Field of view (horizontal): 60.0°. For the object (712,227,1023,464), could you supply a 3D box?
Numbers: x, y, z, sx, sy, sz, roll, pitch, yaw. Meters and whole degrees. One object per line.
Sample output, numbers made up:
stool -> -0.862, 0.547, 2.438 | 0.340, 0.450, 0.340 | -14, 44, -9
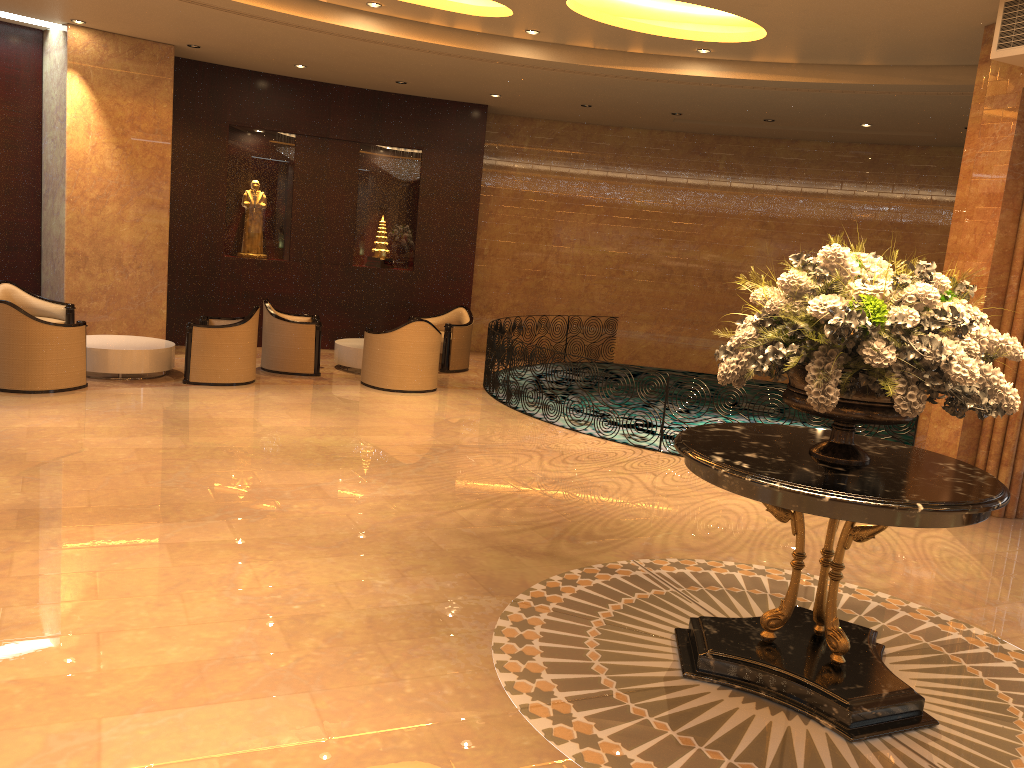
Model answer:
object -> 1.600, -0.143, 4.103 | 1.277, 0.999, 1.318 | 6, 9, 6

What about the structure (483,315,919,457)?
structure -> 1.513, -0.115, 11.863 | 3.815, 0.995, 7.624 | 4, 9, -6

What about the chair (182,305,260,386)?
chair -> -3.395, -0.501, 10.469 | 0.769, 0.916, 0.951 | 4, 9, -10

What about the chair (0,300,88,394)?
chair -> -4.960, -0.423, 9.080 | 0.951, 0.916, 0.769 | 7, 9, 10

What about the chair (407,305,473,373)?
chair -> -1.008, -0.707, 13.117 | 0.951, 0.916, 0.769 | 13, 12, 39

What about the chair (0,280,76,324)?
chair -> -5.785, -0.733, 10.504 | 0.769, 0.916, 0.951 | 10, 10, 25

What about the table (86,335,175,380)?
table -> -4.591, -0.317, 10.392 | 1.196, 0.354, 1.196 | 6, 9, 2

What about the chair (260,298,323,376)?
chair -> -2.887, -0.641, 11.623 | 0.769, 0.916, 0.951 | 3, 10, -15

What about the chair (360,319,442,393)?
chair -> -1.324, -0.403, 11.070 | 0.951, 0.916, 0.769 | 0, 11, -29

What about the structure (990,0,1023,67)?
structure -> 4.789, -2.394, 5.149 | 0.425, 0.483, 4.113 | 1, 10, -25

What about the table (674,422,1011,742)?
table -> 1.473, 0.876, 4.289 | 1.493, 1.089, 1.493 | 0, 11, -31

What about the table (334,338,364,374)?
table -> -1.864, -0.374, 12.325 | 1.196, 0.354, 1.196 | 6, 9, 3
